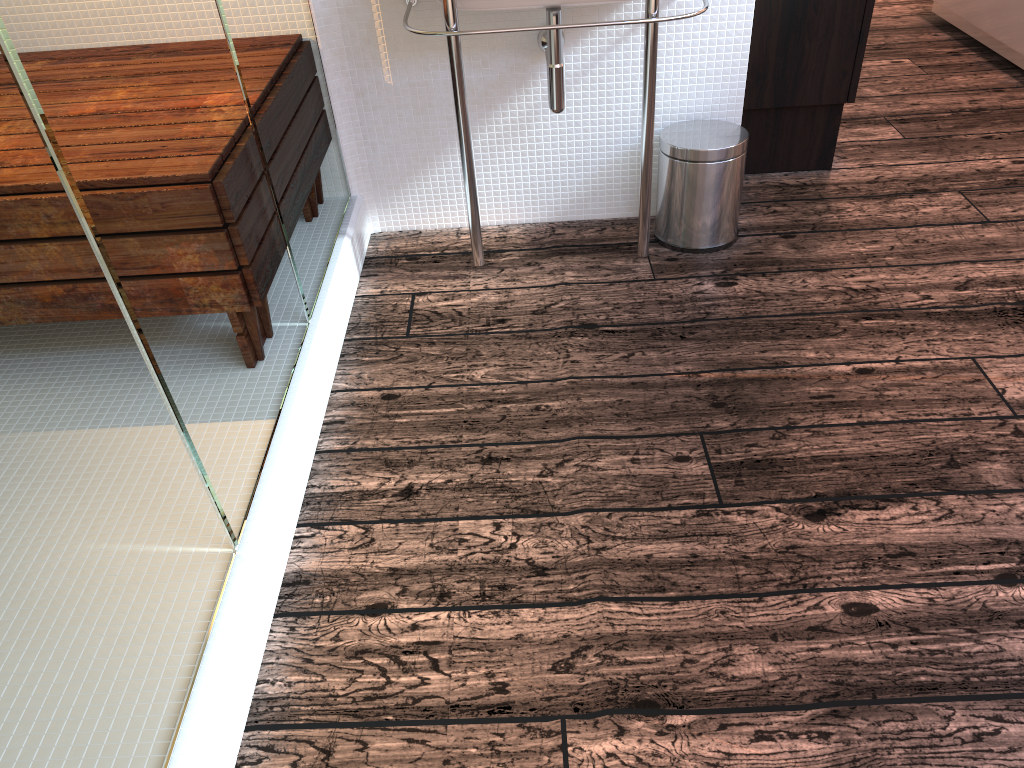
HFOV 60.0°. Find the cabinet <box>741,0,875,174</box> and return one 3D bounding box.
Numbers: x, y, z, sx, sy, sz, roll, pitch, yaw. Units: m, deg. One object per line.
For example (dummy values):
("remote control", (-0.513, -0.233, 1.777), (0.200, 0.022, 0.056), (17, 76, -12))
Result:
("cabinet", (0.776, -1.639, 3.071), (0.386, 0.941, 1.819), (-3, 39, 2))

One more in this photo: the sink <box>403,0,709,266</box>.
("sink", (0.106, -0.743, 2.086), (0.681, 0.800, 0.339), (-3, 39, 2))

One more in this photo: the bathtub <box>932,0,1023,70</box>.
("bathtub", (2.135, -1.615, 3.039), (0.799, 0.707, 2.173), (-3, 39, 2))

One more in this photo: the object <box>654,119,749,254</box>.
("object", (0.483, -0.564, 2.282), (0.221, 0.312, 0.220), (-27, 44, -25))
